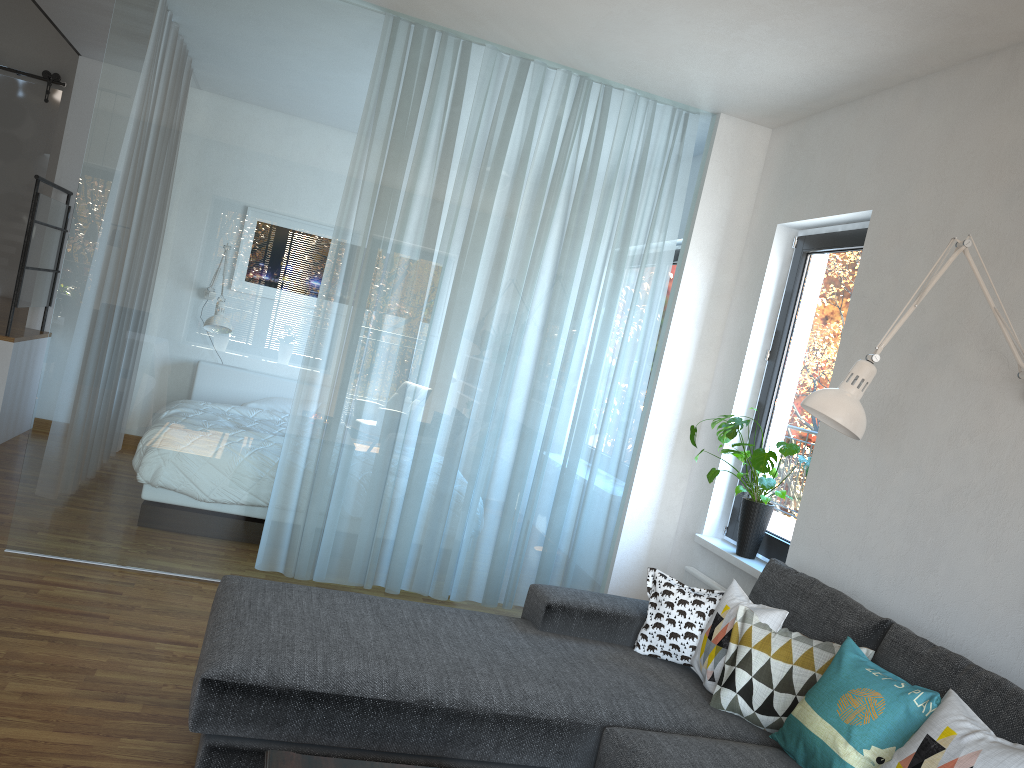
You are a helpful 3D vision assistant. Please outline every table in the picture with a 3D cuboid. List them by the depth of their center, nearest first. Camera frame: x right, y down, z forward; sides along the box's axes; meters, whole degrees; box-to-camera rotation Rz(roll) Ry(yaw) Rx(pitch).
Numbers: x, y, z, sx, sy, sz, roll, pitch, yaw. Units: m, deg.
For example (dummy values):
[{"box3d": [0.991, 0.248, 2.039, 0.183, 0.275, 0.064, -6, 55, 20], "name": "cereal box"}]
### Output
[{"box3d": [-0.174, 1.102, 1.456, 0.570, 0.409, 1.178, 12, 2, -15], "name": "table"}]

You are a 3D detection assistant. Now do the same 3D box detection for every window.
[{"box3d": [11.613, 4.311, 12.593, 24.387, 18.384, 13.960, 12, 3, -9], "name": "window"}]

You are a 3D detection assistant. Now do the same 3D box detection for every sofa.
[{"box3d": [0.330, 0.978, 2.100, 2.165, 0.848, 2.505, 12, 2, -15], "name": "sofa"}]

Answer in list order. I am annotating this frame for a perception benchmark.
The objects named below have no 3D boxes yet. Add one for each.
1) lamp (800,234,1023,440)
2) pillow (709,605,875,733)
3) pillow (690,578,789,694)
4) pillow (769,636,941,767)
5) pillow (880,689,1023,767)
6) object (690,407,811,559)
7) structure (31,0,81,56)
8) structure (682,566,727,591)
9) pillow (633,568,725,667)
[{"box3d": [1.269, -0.123, 2.673, 0.698, 0.670, 0.200, 13, 3, -6], "name": "lamp"}, {"box3d": [0.861, 0.910, 2.726, 0.453, 0.363, 0.243, 15, 3, 41], "name": "pillow"}, {"box3d": [0.739, 0.854, 2.933, 0.173, 0.344, 0.359, 12, 3, -16], "name": "pillow"}, {"box3d": [0.939, 0.914, 2.406, 0.273, 0.340, 0.413, 12, 3, -16], "name": "pillow"}, {"box3d": [1.024, 0.962, 2.070, 0.285, 0.369, 0.436, 12, 3, -15], "name": "pillow"}, {"box3d": [1.036, 0.442, 4.000, 0.448, 0.675, 0.656, 12, 3, -24], "name": "object"}, {"box3d": [-4.039, -1.609, 4.225, 2.687, 4.134, 4.575, 12, 3, -16], "name": "structure"}, {"box3d": [0.928, 1.163, 4.013, 0.076, 0.460, 0.816, 12, 2, -18], "name": "structure"}, {"box3d": [0.594, 0.842, 3.122, 0.334, 0.320, 0.160, 14, 3, 20], "name": "pillow"}]
